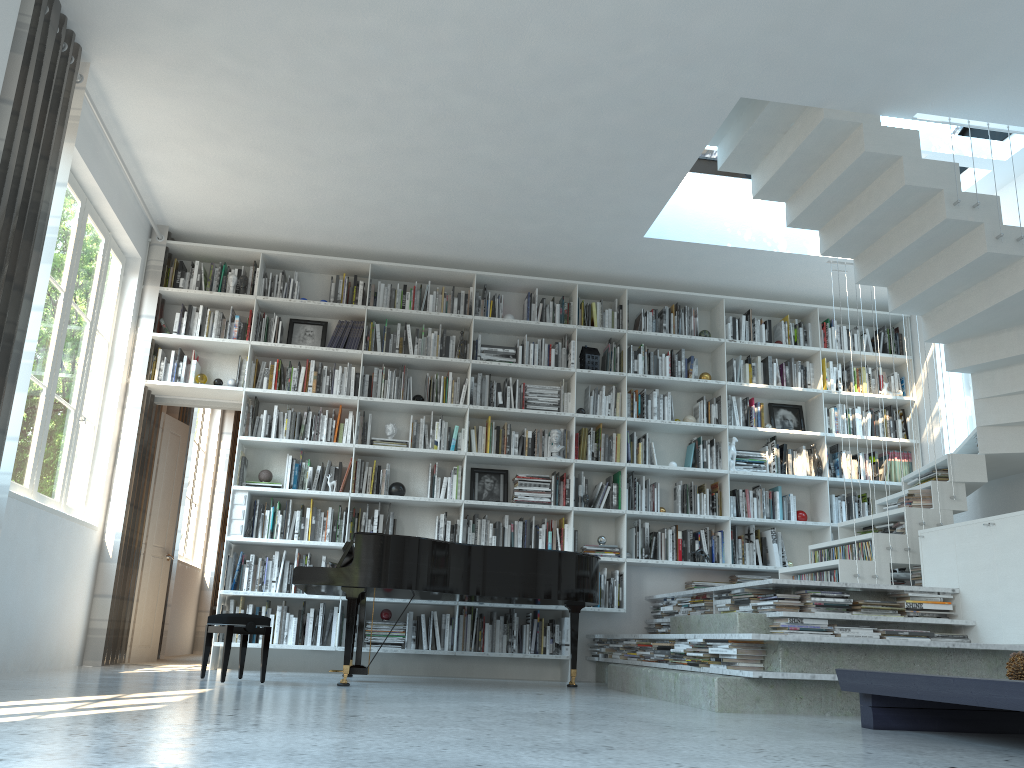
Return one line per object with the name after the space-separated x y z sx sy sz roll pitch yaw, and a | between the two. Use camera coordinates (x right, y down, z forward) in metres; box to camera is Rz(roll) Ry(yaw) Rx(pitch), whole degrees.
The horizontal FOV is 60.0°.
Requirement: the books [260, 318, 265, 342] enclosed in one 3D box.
-1.941 -0.376 6.924 0.009 0.228 0.185 5 -16 -8 | books

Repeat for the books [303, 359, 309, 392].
-1.601 -0.027 6.904 0.014 0.303 0.152 5 -16 -8 | books

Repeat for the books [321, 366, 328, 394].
-1.463 0.006 6.921 0.029 0.260 0.158 5 -16 -8 | books

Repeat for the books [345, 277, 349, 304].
-1.324 -0.699 7.121 0.011 0.273 0.184 5 -16 -8 | books

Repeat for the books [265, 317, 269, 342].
-1.910 -0.384 6.923 0.004 0.245 0.189 5 -16 -8 | books

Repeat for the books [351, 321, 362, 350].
-1.241 -0.339 7.057 0.078 0.285 0.174 5 -16 -8 | books

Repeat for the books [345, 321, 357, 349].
-1.286 -0.343 7.050 0.078 0.285 0.174 5 -16 -8 | books

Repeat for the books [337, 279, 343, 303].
-1.380 -0.692 7.109 0.028 0.248 0.156 5 -16 -8 | books

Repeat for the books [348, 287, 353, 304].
-1.296 -0.655 7.118 0.027 0.189 0.178 5 -16 -8 | books

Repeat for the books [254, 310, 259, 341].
-1.991 -0.411 6.925 0.005 0.292 0.184 5 -16 -8 | books

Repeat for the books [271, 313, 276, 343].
-1.866 -0.394 6.947 0.005 0.280 0.191 5 -16 -8 | books

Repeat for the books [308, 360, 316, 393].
-1.553 -0.021 6.885 0.030 0.285 0.185 5 -16 -8 | books

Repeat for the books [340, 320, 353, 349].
-1.316 -0.348 7.026 0.097 0.281 0.174 5 -16 -8 | books

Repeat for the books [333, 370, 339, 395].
-1.371 0.023 6.911 0.030 0.230 0.173 5 -16 -8 | books

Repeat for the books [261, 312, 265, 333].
-1.949 -0.401 6.947 0.006 0.288 0.144 5 -16 -8 | books

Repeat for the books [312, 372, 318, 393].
-1.525 0.024 6.873 0.029 0.195 0.192 5 -16 -8 | books

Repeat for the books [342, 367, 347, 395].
-1.311 0.017 6.945 0.024 0.265 0.155 5 -16 -8 | books

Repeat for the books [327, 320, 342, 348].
-1.415 -0.351 7.022 0.110 0.278 0.174 5 -16 -8 | books

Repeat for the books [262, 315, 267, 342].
-1.928 -0.389 6.934 0.009 0.259 0.184 5 -16 -8 | books

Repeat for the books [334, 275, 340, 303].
-1.406 -0.708 7.111 0.024 0.279 0.188 5 -16 -8 | books

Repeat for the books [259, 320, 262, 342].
-1.960 -0.378 6.936 0.005 0.237 0.154 5 -16 -8 | books

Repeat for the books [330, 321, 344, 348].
-1.394 -0.346 7.033 0.110 0.278 0.174 5 -16 -8 | books

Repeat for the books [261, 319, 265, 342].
-1.933 -0.371 6.914 0.004 0.213 0.187 5 -16 -8 | books

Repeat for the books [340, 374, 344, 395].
-1.330 0.042 6.926 0.013 0.205 0.173 5 -16 -8 | books

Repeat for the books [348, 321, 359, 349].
-1.265 -0.340 7.058 0.078 0.285 0.174 5 -16 -8 | books

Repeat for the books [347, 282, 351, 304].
-1.318 -0.681 7.148 0.013 0.253 0.129 5 -16 -8 | books

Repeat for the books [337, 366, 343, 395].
-1.344 0.009 6.919 0.022 0.262 0.175 5 -16 -8 | books

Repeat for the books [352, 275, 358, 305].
-1.266 -0.707 7.126 0.025 0.296 0.164 5 -16 -8 | books

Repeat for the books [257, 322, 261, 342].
-1.971 -0.363 6.930 0.015 0.206 0.173 5 -16 -8 | books

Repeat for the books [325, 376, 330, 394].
-1.440 0.044 6.913 0.022 0.185 0.137 5 -16 -8 | books

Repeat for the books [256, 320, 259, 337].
-1.991 -0.373 6.950 0.006 0.232 0.136 5 -16 -8 | books

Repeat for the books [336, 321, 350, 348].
-1.349 -0.343 7.040 0.110 0.278 0.174 5 -16 -8 | books

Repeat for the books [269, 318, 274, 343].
-1.879 -0.376 6.942 0.019 0.243 0.154 5 -16 -8 | books

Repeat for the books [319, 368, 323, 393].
-1.482 0.014 6.900 0.013 0.231 0.172 5 -16 -8 | books

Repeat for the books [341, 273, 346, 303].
-1.362 -0.717 7.147 0.014 0.320 0.137 5 -16 -8 | books

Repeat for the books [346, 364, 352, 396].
-1.274 0.004 6.937 0.022 0.288 0.170 5 -16 -8 | books

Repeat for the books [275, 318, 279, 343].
-1.836 -0.376 6.947 0.011 0.249 0.168 5 -16 -8 | books

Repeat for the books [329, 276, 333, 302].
-1.454 -0.706 7.120 0.013 0.277 0.151 5 -16 -8 | books

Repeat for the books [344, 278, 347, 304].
-1.335 -0.695 7.117 0.010 0.262 0.157 5 -16 -8 | books

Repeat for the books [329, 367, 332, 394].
-1.417 0.011 6.930 0.035 0.260 0.131 5 -16 -8 | books

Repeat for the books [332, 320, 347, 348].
-1.368 -0.349 7.020 0.110 0.278 0.174 5 -16 -8 | books

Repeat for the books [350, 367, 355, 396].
-1.246 0.018 6.935 0.035 0.263 0.178 5 -16 -8 | books

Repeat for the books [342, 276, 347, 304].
-1.347 -0.702 7.130 0.013 0.282 0.167 5 -16 -8 | books

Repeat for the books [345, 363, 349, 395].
-1.289 -0.001 6.924 0.012 0.290 0.183 5 -16 -8 | books

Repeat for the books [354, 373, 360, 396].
-1.206 0.043 6.908 0.039 0.201 0.236 5 -16 -8 | books

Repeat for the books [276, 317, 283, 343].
-1.824 -0.378 6.948 0.012 0.254 0.167 5 -16 -8 | books

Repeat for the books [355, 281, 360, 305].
-1.248 -0.681 7.147 0.022 0.259 0.152 5 -16 -8 | books

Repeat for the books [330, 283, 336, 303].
-1.433 -0.680 7.103 0.028 0.217 0.153 5 -16 -8 | books

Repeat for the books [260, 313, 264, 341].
-1.954 -0.397 6.942 0.005 0.276 0.147 5 -16 -8 | books

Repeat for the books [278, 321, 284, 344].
-1.812 -0.360 6.937 0.012 0.213 0.186 5 -16 -8 | books

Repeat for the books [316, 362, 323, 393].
-1.501 -0.010 6.915 0.025 0.285 0.161 5 -16 -8 | books

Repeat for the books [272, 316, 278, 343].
-1.851 -0.384 6.937 0.023 0.257 0.184 5 -16 -8 | books

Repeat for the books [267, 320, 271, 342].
-1.889 -0.368 6.927 0.018 0.218 0.187 5 -16 -8 | books

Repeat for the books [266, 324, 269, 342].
-1.909 -0.358 6.958 0.012 0.214 0.132 5 -16 -8 | books

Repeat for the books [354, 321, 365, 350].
-1.217 -0.341 7.047 0.078 0.285 0.174 5 -16 -8 | books

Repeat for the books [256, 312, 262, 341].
-1.979 -0.404 6.936 0.006 0.286 0.148 5 -16 -8 | books

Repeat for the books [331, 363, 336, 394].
-1.391 -0.002 6.919 0.012 0.280 0.188 5 -16 -8 | books

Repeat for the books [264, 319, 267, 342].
-1.920 -0.381 6.942 0.010 0.248 0.166 5 -16 -8 | books

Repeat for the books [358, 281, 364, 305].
-1.220 -0.680 7.138 0.031 0.253 0.178 5 -16 -8 | books

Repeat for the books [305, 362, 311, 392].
-1.581 -0.014 6.884 0.023 0.270 0.187 5 -16 -8 | books
